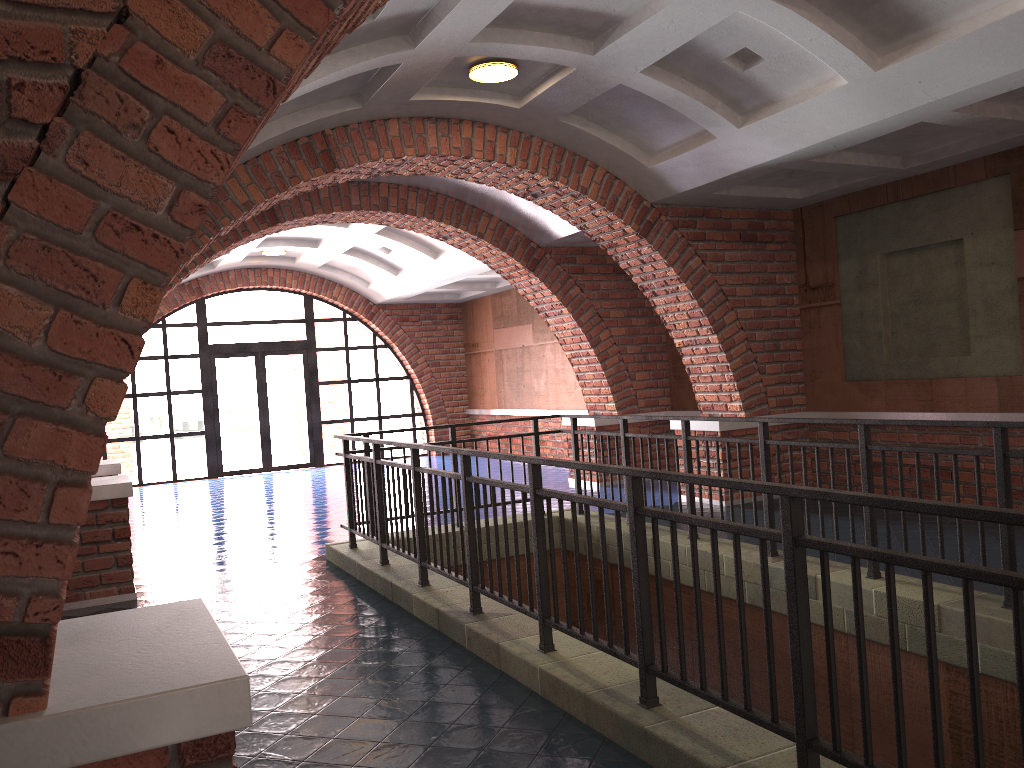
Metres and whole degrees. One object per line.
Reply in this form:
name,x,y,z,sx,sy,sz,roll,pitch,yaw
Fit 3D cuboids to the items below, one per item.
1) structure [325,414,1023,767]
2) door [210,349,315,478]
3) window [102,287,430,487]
structure,1.966,3.065,3.273,2.464,5.665,11.176,-4,0,-26
door,-4.576,0.511,16.334,1.754,2.236,0.040,-4,0,-26
window,-4.565,-0.060,16.348,6.353,3.471,0.100,-4,0,-26
